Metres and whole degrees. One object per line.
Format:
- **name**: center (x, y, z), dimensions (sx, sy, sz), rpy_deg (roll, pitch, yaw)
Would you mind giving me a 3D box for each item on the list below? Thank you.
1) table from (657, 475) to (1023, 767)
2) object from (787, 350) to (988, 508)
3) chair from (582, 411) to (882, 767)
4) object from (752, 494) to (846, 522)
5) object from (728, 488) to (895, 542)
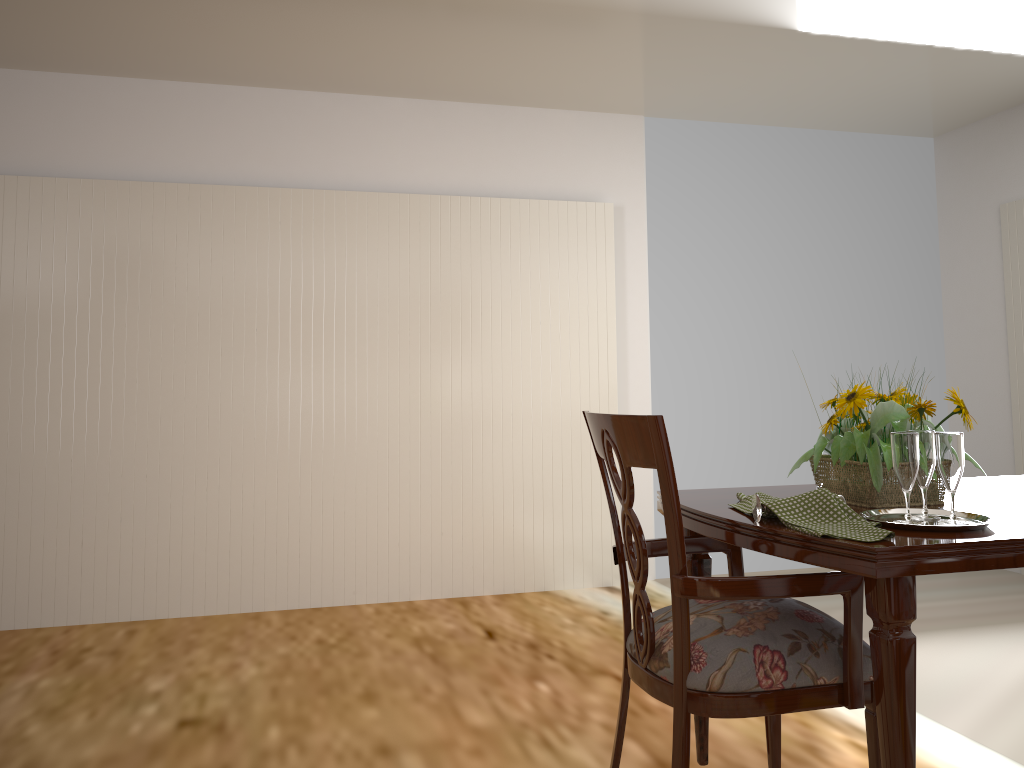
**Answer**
- **table**: center (1.170, 0.504, 1.762), dimensions (1.677, 0.561, 0.731), rpy_deg (0, -2, -15)
- **object**: center (0.725, 0.094, 1.755), dimensions (0.299, 0.339, 0.317), rpy_deg (1, -3, -23)
- **chair**: center (0.378, 0.422, 1.559), dimensions (0.459, 0.750, 0.402), rpy_deg (0, -4, -15)
- **object**: center (0.483, 0.208, 1.486), dimensions (0.146, 0.047, 0.046), rpy_deg (-1, -3, -2)
- **object**: center (0.495, 0.204, 1.531), dimensions (0.166, 0.057, 0.526), rpy_deg (-1, 0, -1)
